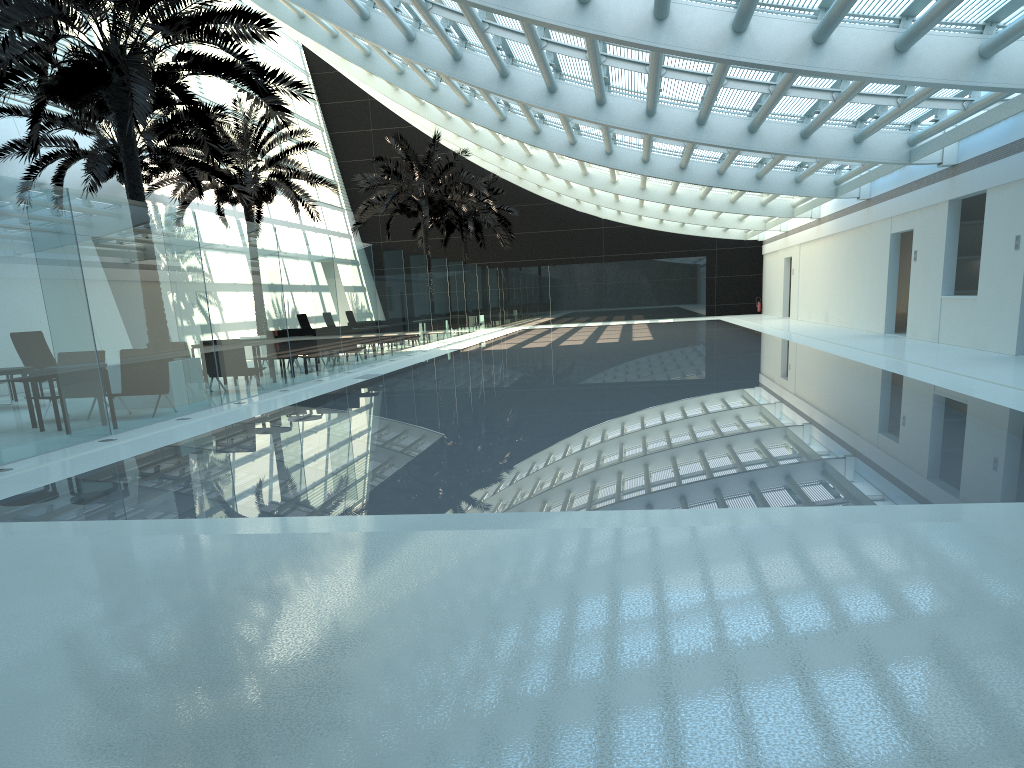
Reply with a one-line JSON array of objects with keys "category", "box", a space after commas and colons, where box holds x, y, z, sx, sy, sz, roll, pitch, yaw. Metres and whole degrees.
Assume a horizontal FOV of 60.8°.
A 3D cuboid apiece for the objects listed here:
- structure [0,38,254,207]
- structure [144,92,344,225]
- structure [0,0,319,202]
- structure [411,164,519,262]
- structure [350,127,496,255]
[{"category": "structure", "box": [-7.908, -3.552, 18.299, 4.623, 7.080, 4.136, -6, 13, -13]}, {"category": "structure", "box": [-7.319, -4.177, 24.075, 4.235, 7.143, 4.518, 8, 16, 41]}, {"category": "structure", "box": [-5.541, -3.198, 12.346, 4.802, 7.273, 4.297, 3, 14, 26]}, {"category": "structure", "box": [-1.913, -5.939, 38.514, 4.439, 7.272, 4.650, -6, 13, -13]}, {"category": "structure", "box": [-3.015, -5.120, 30.707, 4.824, 7.273, 4.276, -3, 13, 2]}]
